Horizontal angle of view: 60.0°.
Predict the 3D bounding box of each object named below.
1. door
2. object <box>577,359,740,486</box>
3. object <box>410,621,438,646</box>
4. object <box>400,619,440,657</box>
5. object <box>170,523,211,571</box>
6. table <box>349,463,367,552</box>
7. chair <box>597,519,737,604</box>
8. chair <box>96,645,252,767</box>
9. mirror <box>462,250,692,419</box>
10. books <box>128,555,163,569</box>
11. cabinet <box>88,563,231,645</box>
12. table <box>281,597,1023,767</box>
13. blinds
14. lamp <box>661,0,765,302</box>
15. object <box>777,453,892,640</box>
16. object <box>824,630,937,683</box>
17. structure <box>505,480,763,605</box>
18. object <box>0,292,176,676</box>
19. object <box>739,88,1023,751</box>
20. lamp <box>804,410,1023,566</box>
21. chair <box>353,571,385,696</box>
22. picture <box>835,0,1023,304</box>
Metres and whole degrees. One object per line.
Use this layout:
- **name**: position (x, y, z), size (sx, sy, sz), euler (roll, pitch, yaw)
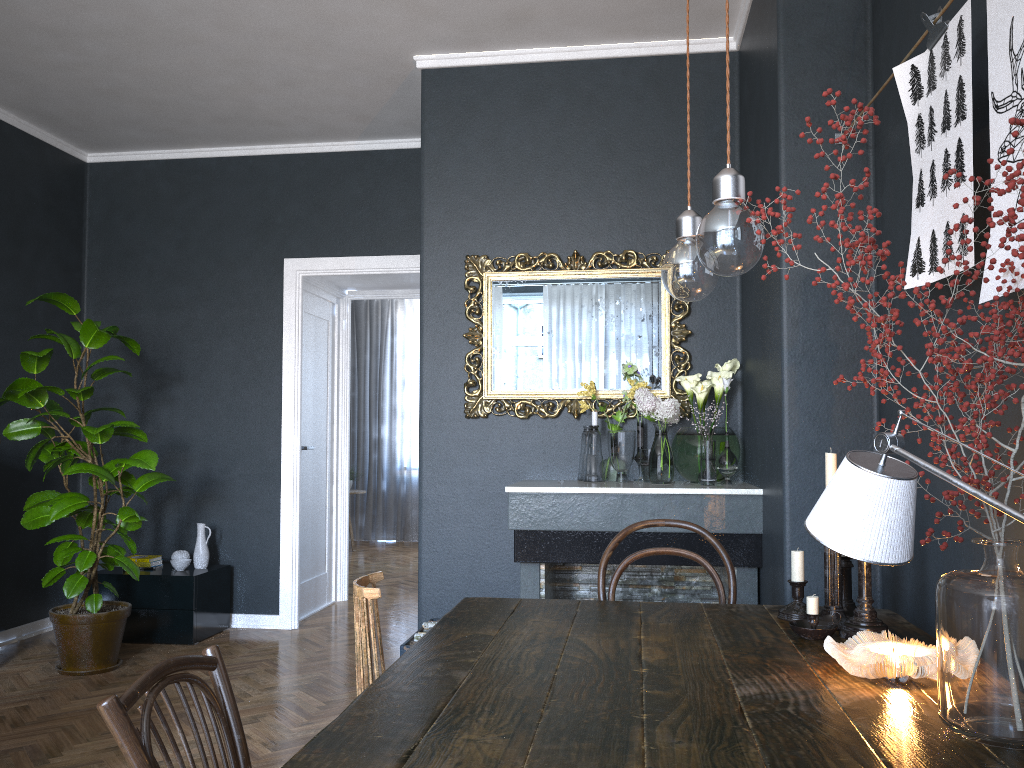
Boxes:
- **door**: position (-1.346, 0.433, 5.966), size (0.162, 2.185, 0.857), euler (0, -3, 8)
- **object**: position (0.624, 0.155, 3.826), size (0.727, 0.546, 0.474), euler (-1, -3, 11)
- **object**: position (-0.221, 1.158, 3.818), size (0.370, 0.246, 0.533), euler (0, -3, 8)
- **object**: position (-0.226, 1.234, 3.814), size (0.383, 0.326, 0.553), euler (0, -3, 8)
- **object**: position (-1.940, 0.961, 5.264), size (0.228, 0.268, 0.229), euler (-3, -4, 42)
- **table**: position (-1.805, 1.257, 9.364), size (0.594, 0.959, 0.731), euler (-1, -3, 22)
- **chair**: position (0.430, 0.852, 2.408), size (0.438, 0.920, 0.549), euler (0, -3, 10)
- **chair**: position (-0.318, 0.835, 1.318), size (0.467, 0.819, 0.363), euler (0, -3, 8)
- **mirror**: position (0.294, -0.228, 4.099), size (1.057, 0.783, 0.067), euler (0, -3, 8)
- **books**: position (-2.210, 1.064, 5.297), size (0.214, 0.066, 0.162), euler (0, -3, 3)
- **cabinet**: position (-2.074, 1.288, 5.235), size (0.650, 0.390, 0.456), euler (0, -3, 8)
- **table**: position (0.314, 0.898, 1.571), size (1.126, 0.727, 1.605), euler (0, -3, 8)
- **blinds**: position (-0.003, 0.375, 9.966), size (3.992, 2.787, 0.312), euler (0, -3, 8)
- **lamp**: position (-0.241, -0.935, 1.918), size (1.591, 1.573, 0.583), euler (-2, -4, 39)
- **object**: position (0.745, 0.360, 2.087), size (0.223, 0.419, 0.368), euler (0, -3, 9)
- **object**: position (0.703, 0.503, 1.617), size (0.252, 0.072, 0.254), euler (-1, -4, 14)
- **structure**: position (0.489, 0.908, 3.648), size (1.065, 0.980, 0.834), euler (0, -3, 8)
- **object**: position (-2.234, 0.499, 4.563), size (1.118, 1.897, 0.764), euler (0, -3, 2)
- **object**: position (0.731, 0.055, 1.326), size (0.639, 0.930, 0.557), euler (1, -3, -22)
- **lamp**: position (0.547, 0.546, 0.661), size (0.242, 1.069, 0.800), euler (2, -4, -38)
- **chair**: position (-0.173, 0.861, 1.958), size (0.384, 0.856, 0.456), euler (0, -3, -7)
- **picture**: position (0.771, -0.578, 0.707), size (0.058, 0.770, 4.461), euler (0, -4, 8)
